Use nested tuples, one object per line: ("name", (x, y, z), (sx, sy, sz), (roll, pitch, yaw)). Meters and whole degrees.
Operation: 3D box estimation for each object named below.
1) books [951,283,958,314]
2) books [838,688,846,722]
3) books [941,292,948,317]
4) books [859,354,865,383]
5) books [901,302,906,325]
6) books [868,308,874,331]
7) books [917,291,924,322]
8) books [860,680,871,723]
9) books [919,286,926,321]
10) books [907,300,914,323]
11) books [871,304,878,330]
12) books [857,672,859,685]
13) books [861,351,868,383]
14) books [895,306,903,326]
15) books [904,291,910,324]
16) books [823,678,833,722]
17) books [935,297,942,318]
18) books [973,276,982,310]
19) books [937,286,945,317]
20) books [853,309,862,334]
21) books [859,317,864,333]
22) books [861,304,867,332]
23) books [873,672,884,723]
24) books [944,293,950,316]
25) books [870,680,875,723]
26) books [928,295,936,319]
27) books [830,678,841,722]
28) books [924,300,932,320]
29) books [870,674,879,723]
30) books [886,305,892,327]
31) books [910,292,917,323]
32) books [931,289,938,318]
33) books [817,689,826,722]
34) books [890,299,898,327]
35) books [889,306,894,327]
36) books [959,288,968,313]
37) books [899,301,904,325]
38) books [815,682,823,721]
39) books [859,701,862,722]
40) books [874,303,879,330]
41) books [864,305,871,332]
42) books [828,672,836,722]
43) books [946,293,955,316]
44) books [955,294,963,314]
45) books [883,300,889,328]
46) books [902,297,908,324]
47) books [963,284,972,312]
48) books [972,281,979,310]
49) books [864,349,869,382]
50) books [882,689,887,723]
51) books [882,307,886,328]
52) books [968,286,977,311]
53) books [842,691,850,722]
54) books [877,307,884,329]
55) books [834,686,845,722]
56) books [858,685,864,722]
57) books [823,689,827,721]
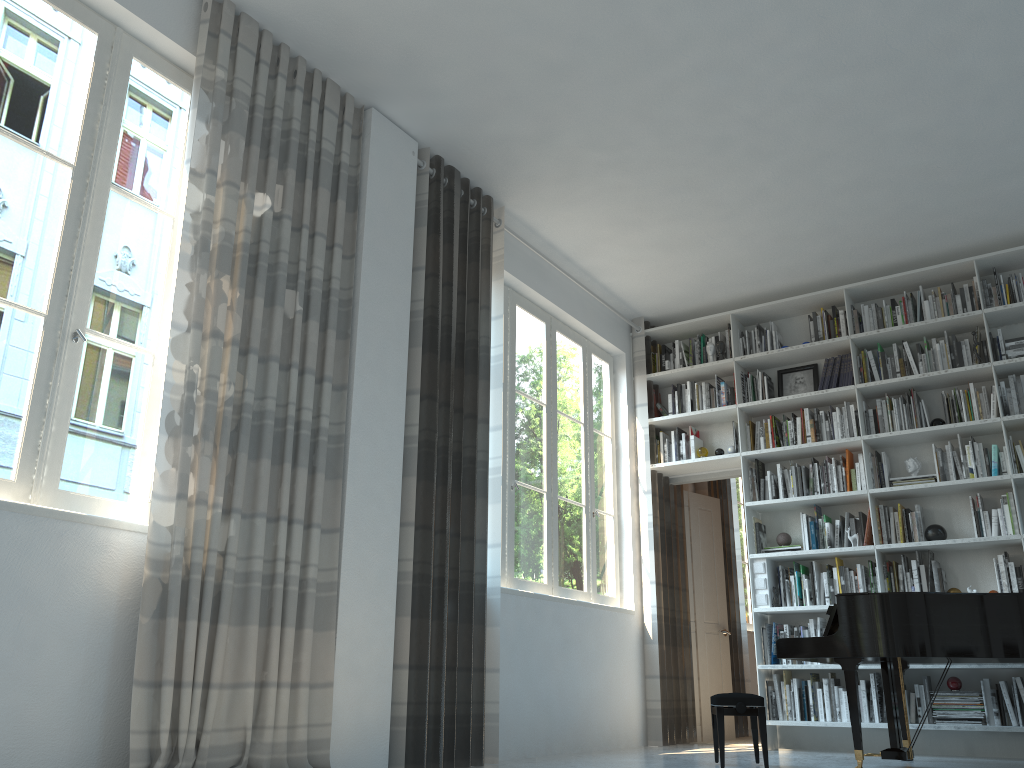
("books", (3.050, -0.536, 6.079), (0.013, 0.284, 0.160), (-11, -22, 31))
("books", (2.172, 2.092, 5.782), (0.028, 0.205, 0.171), (-11, -22, 31))
("books", (2.993, -0.499, 6.103), (0.021, 0.228, 0.161), (-11, -22, 31))
("books", (2.498, -0.067, 6.287), (0.023, 0.255, 0.175), (-11, -22, 31))
("books", (2.774, -0.448, 6.236), (0.011, 0.215, 0.160), (-11, -22, 31))
("books", (2.594, -0.412, 6.350), (0.023, 0.219, 0.182), (-11, -22, 31))
("books", (2.853, -0.492, 6.193), (0.052, 0.272, 0.173), (-11, -22, 31))
("books", (2.295, 2.047, 5.723), (0.027, 0.255, 0.179), (-11, -22, 31))
("books", (2.888, -0.514, 6.193), (0.014, 0.314, 0.166), (-11, -22, 31))
("books", (2.818, -0.460, 6.228), (0.029, 0.235, 0.130), (-11, -22, 31))
("books", (2.616, -0.430, 6.345), (0.023, 0.250, 0.171), (-11, -22, 31))
("books", (2.249, 2.037, 5.778), (0.013, 0.309, 0.131), (-11, -22, 31))
("books", (2.521, -0.079, 6.293), (0.013, 0.282, 0.159), (-11, -22, 31))
("books", (2.751, -0.432, 6.260), (0.030, 0.200, 0.152), (-11, -22, 31))
("books", (2.795, -0.490, 6.239), (0.010, 0.297, 0.151), (-11, -22, 31))
("books", (2.098, 2.080, 5.839), (0.031, 0.265, 0.187), (-11, -22, 31))
("books", (2.971, -0.479, 6.137), (0.029, 0.213, 0.142), (-11, -22, 31))
("books", (3.169, -0.564, 6.000), (0.026, 0.287, 0.176), (-11, -22, 31))
("books", (2.974, -0.515, 6.113), (0.014, 0.265, 0.192), (-11, -22, 31))
("books", (2.508, -0.403, 6.405), (0.029, 0.236, 0.156), (-11, -22, 31))
("books", (2.538, -0.377, 6.395), (0.024, 0.182, 0.133), (-11, -22, 31))
("books", (2.563, -0.424, 6.406), (0.021, 0.278, 0.141), (-11, -22, 31))
("books", (2.358, 2.008, 5.681), (0.012, 0.302, 0.166), (-11, -22, 31))
("books", (3.000, -0.495, 6.081), (0.013, 0.206, 0.178), (-11, -22, 31))
("books", (2.336, 2.044, 5.725), (0.040, 0.263, 0.137), (-11, -22, 31))
("books", (2.931, -0.485, 6.155), (0.026, 0.235, 0.134), (-11, -22, 31))
("books", (2.133, 2.073, 5.818), (0.025, 0.265, 0.160), (-11, -22, 31))
("books", (2.902, -0.461, 6.156), (0.031, 0.189, 0.182), (-11, -22, 31))
("books", (2.345, 2.015, 5.691), (0.021, 0.294, 0.188), (-11, -22, 31))
("books", (2.704, -0.431, 6.315), (0.025, 0.234, 0.130), (-11, -22, 31))
("books", (2.827, -0.487, 6.212), (0.013, 0.275, 0.165), (-11, -22, 31))
("books", (2.948, -0.504, 6.151), (0.014, 0.268, 0.156), (-11, -22, 31))
("books", (2.058, 2.117, 5.849), (0.030, 0.201, 0.168), (-11, -22, 31))
("books", (2.732, -0.456, 6.293), (0.028, 0.267, 0.152), (-11, -22, 31))
("books", (2.715, -0.427, 6.296), (0.012, 0.215, 0.150), (-11, -22, 31))
("books", (3.094, -0.521, 6.049), (0.026, 0.236, 0.149), (-11, -22, 31))
("books", (2.767, -0.452, 6.252), (0.013, 0.233, 0.155), (-11, -22, 31))
("books", (2.050, 2.107, 5.889), (0.022, 0.245, 0.135), (-11, -22, 31))
("books", (2.263, 2.079, 5.753), (0.024, 0.213, 0.137), (-11, -22, 31))
("books", (2.628, -0.434, 6.332), (0.012, 0.249, 0.174), (-11, -22, 31))
("books", (2.574, -0.422, 6.373), (0.031, 0.254, 0.146), (-11, -22, 31))
("books", (2.127, 2.063, 5.848), (0.014, 0.303, 0.140), (-11, -22, 31))
("books", (3.015, -0.496, 6.067), (0.026, 0.199, 0.187), (-11, -22, 31))
("books", (3.065, -0.494, 6.048), (0.031, 0.184, 0.177), (-11, -22, 31))
("books", (2.676, -0.449, 6.309), (0.010, 0.263, 0.161), (-11, -22, 31))
("books", (2.784, -0.466, 6.236), (0.013, 0.250, 0.184), (-11, -22, 31))
("books", (3.122, -0.535, 6.045), (0.030, 0.260, 0.152), (-11, -22, 31))
("books", (3.154, -0.549, 6.011), (0.014, 0.266, 0.172), (-11, -22, 31))
("books", (2.544, -0.087, 6.307), (0.014, 0.308, 0.130), (-11, -22, 31))
("books", (2.402, 2.030, 5.672), (0.065, 0.255, 0.156), (-11, -22, 31))
("books", (2.664, -0.421, 6.304), (0.015, 0.206, 0.167), (-11, -22, 31))
("books", (3.133, -0.528, 6.008), (0.026, 0.224, 0.172), (-11, -22, 31))
("books", (2.194, 2.094, 5.758), (0.031, 0.187, 0.190), (-11, -22, 31))
("books", (2.639, -0.421, 6.305), (0.029, 0.207, 0.179), (-11, -22, 31))
("books", (2.152, 2.091, 5.798), (0.021, 0.217, 0.191), (-11, -22, 31))
("books", (2.276, 2.067, 5.733), (0.022, 0.224, 0.141), (-11, -22, 31))
("books", (2.093, 2.117, 5.863), (0.014, 0.210, 0.146), (-11, -22, 31))
